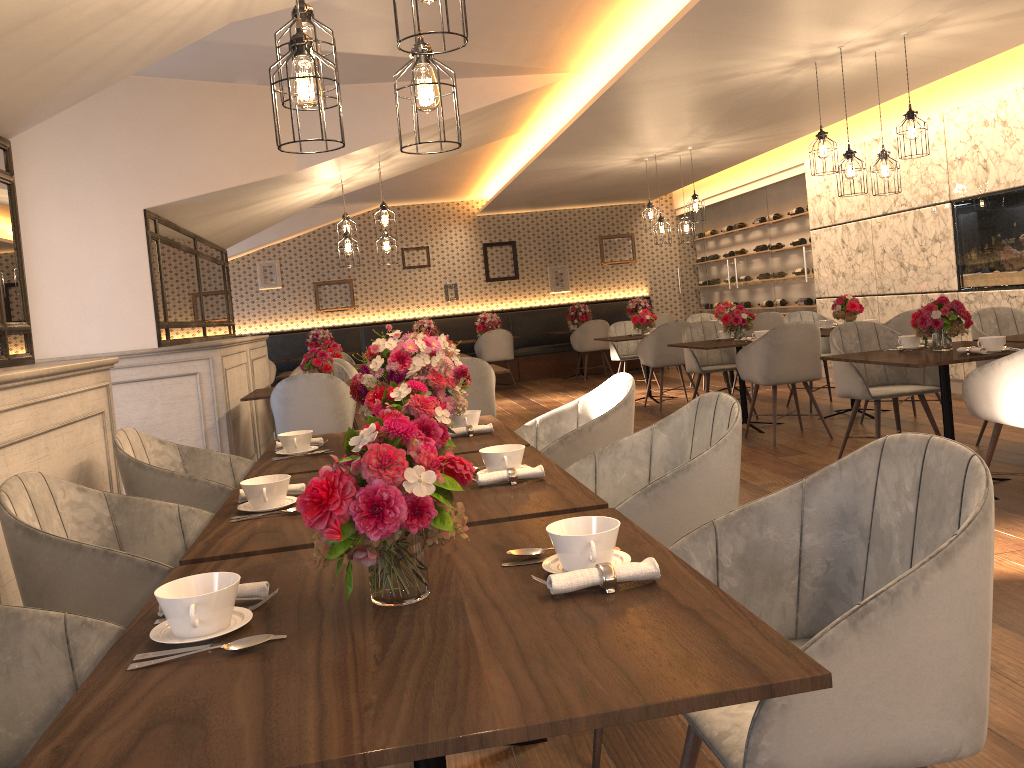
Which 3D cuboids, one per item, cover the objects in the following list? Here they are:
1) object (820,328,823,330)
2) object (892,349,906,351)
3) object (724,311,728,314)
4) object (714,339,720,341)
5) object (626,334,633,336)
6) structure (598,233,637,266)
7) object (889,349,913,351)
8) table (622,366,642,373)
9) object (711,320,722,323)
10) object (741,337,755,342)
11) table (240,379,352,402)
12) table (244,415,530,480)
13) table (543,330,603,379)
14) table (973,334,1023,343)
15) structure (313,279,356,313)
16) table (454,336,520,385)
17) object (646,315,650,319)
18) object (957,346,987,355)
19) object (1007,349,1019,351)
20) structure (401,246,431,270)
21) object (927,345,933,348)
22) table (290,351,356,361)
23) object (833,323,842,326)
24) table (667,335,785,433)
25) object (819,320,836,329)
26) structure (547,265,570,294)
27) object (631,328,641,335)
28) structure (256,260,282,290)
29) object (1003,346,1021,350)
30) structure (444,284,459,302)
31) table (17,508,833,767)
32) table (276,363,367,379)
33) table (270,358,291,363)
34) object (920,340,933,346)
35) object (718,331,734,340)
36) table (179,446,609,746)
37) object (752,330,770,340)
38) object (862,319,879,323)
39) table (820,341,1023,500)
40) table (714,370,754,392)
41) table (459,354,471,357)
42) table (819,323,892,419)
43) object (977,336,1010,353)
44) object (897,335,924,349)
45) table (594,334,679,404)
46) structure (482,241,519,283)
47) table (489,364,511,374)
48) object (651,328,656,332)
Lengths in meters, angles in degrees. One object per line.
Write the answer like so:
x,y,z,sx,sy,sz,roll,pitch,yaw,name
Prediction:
2.616,-0.472,7.592,0.043,0.015,0.198,-6,5,-5,object
2.120,-0.191,4.905,0.043,0.015,0.197,-6,5,-13,object
2.348,-0.776,9.703,0.049,0.052,0.078,-5,4,1,object
1.705,-0.373,7.445,0.043,0.015,0.197,-6,5,-13,object
1.306,-0.548,9.891,0.043,0.015,0.197,-6,5,-13,object
1.730,-2.199,14.474,0.601,0.484,0.032,-6,2,-9,structure
2.156,-0.188,4.904,0.022,0.004,0.211,-6,5,-9,object
1.977,-0.565,13.605,0.897,0.719,0.898,-6,4,-9,table
2.314,-0.689,10.074,0.149,0.072,0.148,-8,5,-31,object
1.834,-0.346,6.868,0.056,0.039,0.176,-6,5,-9,object
-1.432,0.380,6.497,0.897,0.719,0.898,-6,4,-9,table
-0.420,0.568,3.234,0.897,0.719,0.898,-6,4,-9,table
1.035,-0.462,13.453,0.897,0.719,0.898,-6,4,-9,table
3.225,0.084,4.788,0.897,0.719,0.898,-6,4,-9,table
-2.755,-1.365,13.753,0.601,0.484,0.032,-6,2,-9,structure
-0.356,-0.309,13.228,0.897,0.719,0.898,-6,4,-9,table
1.455,-0.718,9.578,0.077,0.052,0.046,-2,5,43,object
2.248,-0.165,4.328,0.056,0.039,0.176,-6,5,-9,object
2.434,-0.170,4.385,0.022,0.004,0.211,-6,5,-9,object
-1.514,-1.989,13.957,0.449,0.344,0.016,-6,2,-9,structure
2.307,-0.217,4.945,0.025,0.024,0.193,-6,5,-9,object
-2.690,-0.053,12.850,0.897,0.719,0.898,-6,4,-9,table
2.827,-0.509,7.646,0.056,0.039,0.176,-6,5,-9,object
1.868,0.005,7.179,0.897,0.719,0.898,-6,4,-9,table
2.713,-0.514,7.627,0.149,0.072,0.148,-8,5,-31,object
0.760,-1.697,14.323,0.340,0.439,0.034,-6,2,-9,structure
1.412,-0.590,9.928,0.149,0.072,0.148,-8,5,-31,object
-3.728,-1.678,13.590,0.340,0.439,0.034,-6,2,-9,structure
2.469,-0.179,4.384,0.043,0.015,0.197,-6,5,-13,object
-0.960,-1.451,14.053,0.216,0.277,0.018,-6,2,-9,structure
-0.117,0.701,1.380,0.897,0.719,0.898,-6,4,-9,table
-1.806,0.216,8.790,0.897,0.719,0.898,-6,4,-9,table
-3.632,0.050,12.698,0.897,0.719,0.898,-6,4,-9,table
2.338,-0.228,4.960,0.056,0.039,0.176,-6,5,-9,object
1.811,-0.415,7.481,0.149,0.072,0.148,-8,5,-31,object
-0.268,0.634,2.307,0.897,0.719,0.898,-6,4,-9,table
1.944,-0.376,6.886,0.149,0.072,0.148,-8,5,-31,object
2.847,-0.475,7.032,0.149,0.072,0.148,-8,5,-31,object
2.283,0.187,4.635,0.897,0.719,0.898,-6,4,-9,table
2.412,-0.273,9.777,0.897,0.719,0.898,-6,4,-9,table
-0.863,0.113,8.943,0.897,0.719,0.898,-6,4,-9,table
2.811,-0.098,7.332,0.897,0.719,0.898,-6,4,-9,table
2.358,-0.194,4.346,0.148,0.072,0.149,-3,5,33,object
2.225,-0.233,4.941,0.148,0.072,0.149,-3,5,33,object
1.469,-0.170,9.625,0.897,0.719,0.898,-6,4,-9,table
-0.179,-1.958,14.173,0.544,0.631,0.035,-6,2,-9,structure
-0.489,0.277,6.649,0.897,0.719,0.898,-6,4,-9,table
1.545,-0.551,9.333,0.149,0.072,0.148,-8,5,-31,object
